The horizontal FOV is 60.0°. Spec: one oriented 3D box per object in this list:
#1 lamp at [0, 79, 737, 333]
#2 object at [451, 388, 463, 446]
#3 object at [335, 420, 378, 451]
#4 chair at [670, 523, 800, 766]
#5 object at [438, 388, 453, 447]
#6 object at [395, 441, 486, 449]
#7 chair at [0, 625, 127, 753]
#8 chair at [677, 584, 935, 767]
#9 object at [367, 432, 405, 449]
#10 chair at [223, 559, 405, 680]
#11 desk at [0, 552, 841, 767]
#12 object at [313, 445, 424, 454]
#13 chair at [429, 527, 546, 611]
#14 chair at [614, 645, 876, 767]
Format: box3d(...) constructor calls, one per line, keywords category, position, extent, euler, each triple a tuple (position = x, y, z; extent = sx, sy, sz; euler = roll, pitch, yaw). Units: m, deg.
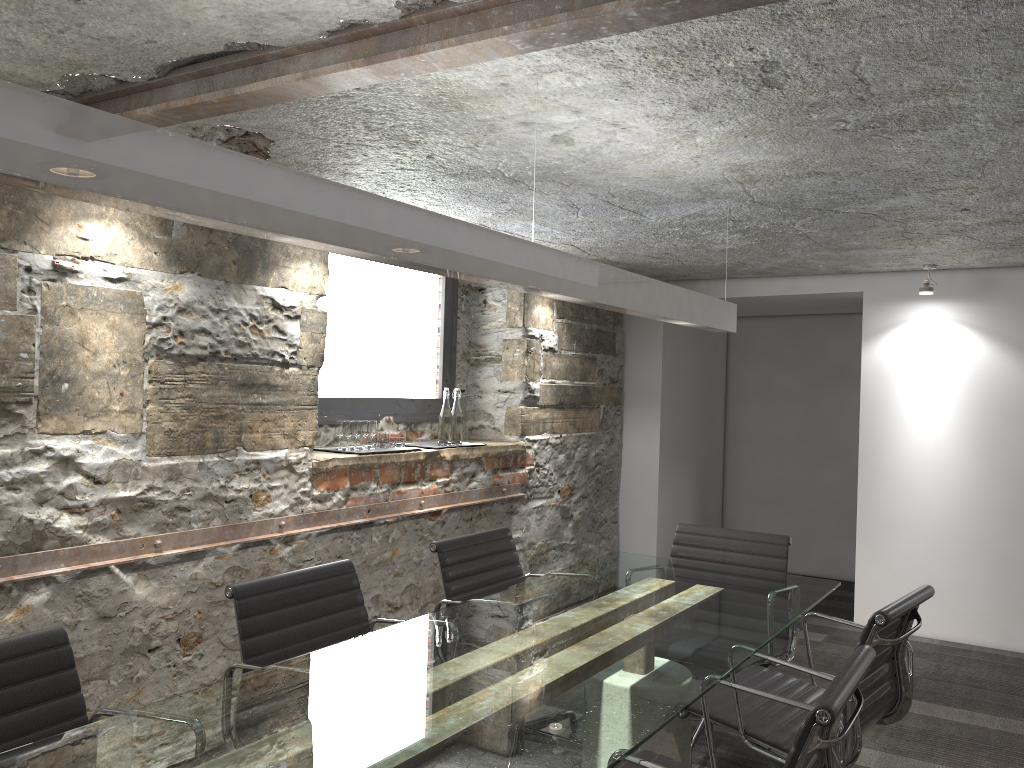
box3d(category="lamp", position=(0.025, -0.495, 2.168), extent=(0.073, 0.524, 3.159), euler=(2, 0, 32))
box3d(category="object", position=(-0.292, 0.172, 4.649), extent=(0.073, 0.300, 0.073), euler=(2, 0, 0))
box3d(category="object", position=(-0.716, 0.235, 4.066), extent=(0.108, 0.131, 0.218), euler=(2, 0, 30))
box3d(category="chair", position=(0.737, 1.004, 3.385), extent=(0.693, 0.837, 0.667), euler=(2, 0, 24))
box3d(category="object", position=(-0.341, 0.170, 4.570), extent=(0.073, 0.300, 0.073), euler=(2, 0, 1))
box3d(category="object", position=(-0.378, 0.316, 4.638), extent=(0.310, 0.007, 0.457), euler=(2, 0, 32))
box3d(category="chair", position=(-0.868, 0.948, 1.606), extent=(0.667, 0.837, 0.693), euler=(2, 0, 19))
box3d(category="chair", position=(0.871, 1.005, 2.638), extent=(0.667, 0.837, 0.693), euler=(2, 0, 30))
box3d(category="object", position=(-0.609, 0.269, 4.252), extent=(0.111, 0.072, 0.191), euler=(2, 0, 39))
box3d(category="chair", position=(-0.412, 0.965, 2.423), extent=(0.667, 0.837, 0.693), euler=(2, 0, 23))
box3d(category="desk", position=(-0.018, 1.040, 2.161), extent=(0.909, 0.711, 3.154), euler=(2, 0, 32))
box3d(category="object", position=(-0.676, 0.305, 4.160), extent=(0.310, 0.007, 0.457), euler=(2, 0, 32))
box3d(category="chair", position=(0.069, 0.983, 3.160), extent=(0.667, 0.837, 0.693), euler=(2, 0, 23))
box3d(category="chair", position=(0.426, 0.989, 1.918), extent=(0.667, 0.837, 0.693), euler=(2, 0, 22))
